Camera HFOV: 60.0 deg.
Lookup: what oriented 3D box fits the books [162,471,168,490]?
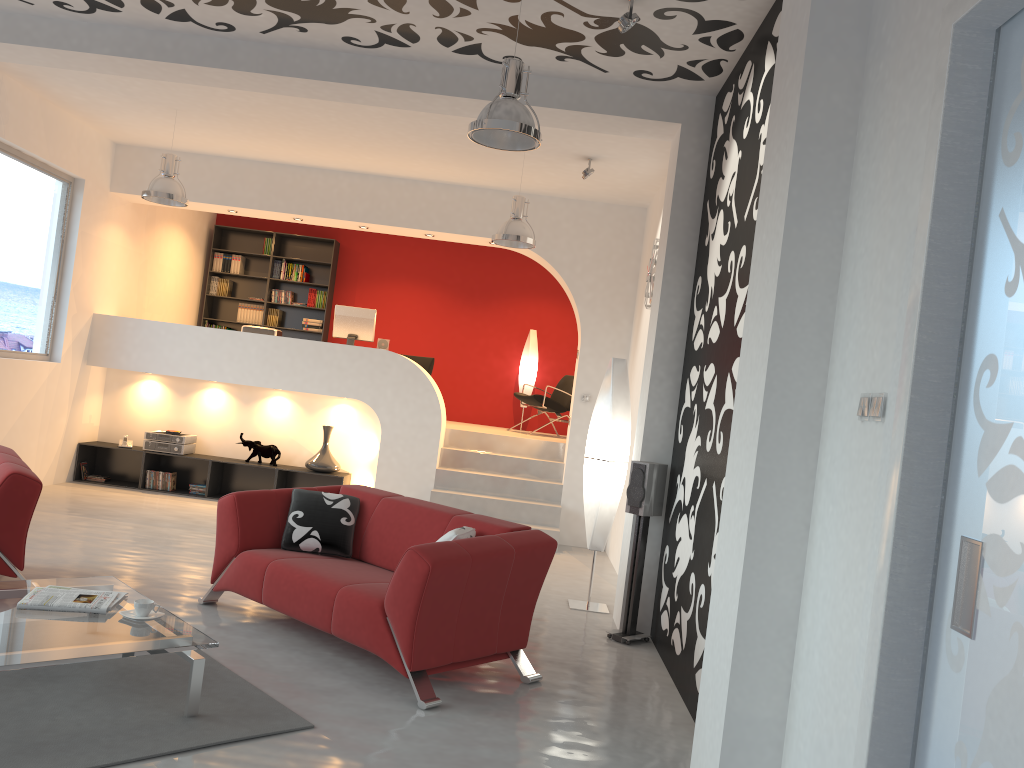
[{"bbox_3d":[-3.601,1.005,9.225,0.031,0.190,0.135,7,-1,1],"label":"books"}]

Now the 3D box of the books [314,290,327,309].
[{"bbox_3d":[-2.567,-1.127,11.971,0.146,0.240,0.170,7,-1,1],"label":"books"}]

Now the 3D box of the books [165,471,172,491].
[{"bbox_3d":[-3.571,1.009,9.225,0.031,0.190,0.135,7,-1,1],"label":"books"}]

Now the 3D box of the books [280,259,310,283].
[{"bbox_3d":[-2.919,-1.513,11.962,0.341,0.286,0.231,7,-1,1],"label":"books"}]

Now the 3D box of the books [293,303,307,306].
[{"bbox_3d":[-2.852,-1.064,11.983,0.190,0.015,0.135,7,-1,1],"label":"books"}]

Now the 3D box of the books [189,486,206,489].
[{"bbox_3d":[-3.251,1.078,9.261,0.190,0.015,0.135,7,-1,1],"label":"books"}]

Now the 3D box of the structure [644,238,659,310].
[{"bbox_3d":[1.192,-0.930,7.498,0.090,0.596,0.596,7,-1,1],"label":"structure"}]

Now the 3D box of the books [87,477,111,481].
[{"bbox_3d":[-4.322,0.989,9.289,0.190,0.015,0.135,7,-1,1],"label":"books"}]

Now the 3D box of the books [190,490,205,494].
[{"bbox_3d":[-3.248,1.124,9.267,0.190,0.015,0.135,7,-1,1],"label":"books"}]

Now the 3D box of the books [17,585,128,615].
[{"bbox_3d":[-1.882,0.924,3.797,0.367,0.035,0.345,7,-1,-9],"label":"books"}]

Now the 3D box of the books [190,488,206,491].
[{"bbox_3d":[-3.248,1.093,9.268,0.190,0.015,0.135,7,-1,1],"label":"books"}]

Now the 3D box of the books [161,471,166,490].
[{"bbox_3d":[-3.616,1.004,9.226,0.031,0.190,0.135,7,-1,1],"label":"books"}]

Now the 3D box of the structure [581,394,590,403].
[{"bbox_3d":[0.749,0.145,8.993,0.080,0.080,0.016,7,-1,1],"label":"structure"}]

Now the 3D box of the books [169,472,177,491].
[{"bbox_3d":[-3.526,1.015,9.224,0.031,0.190,0.135,7,-1,1],"label":"books"}]

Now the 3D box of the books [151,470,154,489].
[{"bbox_3d":[-3.720,0.990,9.228,0.031,0.190,0.135,7,-1,1],"label":"books"}]

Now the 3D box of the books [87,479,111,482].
[{"bbox_3d":[-4.329,1.003,9.288,0.190,0.015,0.135,7,-1,1],"label":"books"}]

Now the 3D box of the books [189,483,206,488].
[{"bbox_3d":[-3.258,1.062,9.269,0.190,0.015,0.135,7,-1,-4],"label":"books"}]

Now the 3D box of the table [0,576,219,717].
[{"bbox_3d":[-1.968,1.070,3.552,1.097,0.286,1.162,8,-1,-44],"label":"table"}]

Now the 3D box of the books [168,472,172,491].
[{"bbox_3d":[-3.541,1.013,9.224,0.031,0.190,0.135,7,-1,1],"label":"books"}]

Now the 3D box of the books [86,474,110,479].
[{"bbox_3d":[-4.336,0.972,9.289,0.190,0.015,0.135,7,-1,1],"label":"books"}]

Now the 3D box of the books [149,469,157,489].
[{"bbox_3d":[-3.735,0.989,9.228,0.031,0.190,0.135,7,-1,1],"label":"books"}]

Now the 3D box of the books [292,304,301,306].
[{"bbox_3d":[-2.860,-1.050,11.983,0.190,0.015,0.135,7,-1,-4],"label":"books"}]

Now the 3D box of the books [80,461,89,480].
[{"bbox_3d":[-4.451,0.905,9.242,0.063,0.187,0.135,7,-1,1],"label":"books"}]

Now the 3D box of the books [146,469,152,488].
[{"bbox_3d":[-3.764,0.985,9.229,0.031,0.190,0.135,7,-1,1],"label":"books"}]

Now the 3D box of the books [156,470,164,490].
[{"bbox_3d":[-3.660,0.998,9.227,0.031,0.190,0.135,7,-1,1],"label":"books"}]

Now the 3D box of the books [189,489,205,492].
[{"bbox_3d":[-3.256,1.107,9.268,0.190,0.015,0.135,7,-1,6],"label":"books"}]

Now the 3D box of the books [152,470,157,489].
[{"bbox_3d":[-3.705,0.992,9.228,0.031,0.190,0.135,7,-1,1],"label":"books"}]

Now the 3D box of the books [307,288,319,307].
[{"bbox_3d":[-2.685,-1.150,11.974,0.090,0.256,0.181,7,-1,1],"label":"books"}]

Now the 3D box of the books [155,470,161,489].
[{"bbox_3d":[-3.675,0.996,9.227,0.031,0.190,0.135,7,-1,1],"label":"books"}]

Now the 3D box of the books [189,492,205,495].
[{"bbox_3d":[-3.256,1.138,9.267,0.190,0.015,0.135,7,-1,-4],"label":"books"}]

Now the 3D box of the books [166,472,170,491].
[{"bbox_3d":[-3.556,1.011,9.225,0.031,0.190,0.135,7,-1,1],"label":"books"}]

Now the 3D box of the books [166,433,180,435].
[{"bbox_3d":[-3.544,0.517,9.279,0.135,0.015,0.190,8,-1,-19],"label":"books"}]

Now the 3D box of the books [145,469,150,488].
[{"bbox_3d":[-3.779,0.983,9.229,0.031,0.190,0.135,7,-1,1],"label":"books"}]

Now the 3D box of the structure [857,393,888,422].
[{"bbox_3d":[1.005,0.064,2.481,0.016,0.080,0.170,7,-1,1],"label":"structure"}]

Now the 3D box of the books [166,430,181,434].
[{"bbox_3d":[-3.545,0.502,9.289,0.135,0.015,0.190,7,-1,-14],"label":"books"}]

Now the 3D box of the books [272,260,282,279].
[{"bbox_3d":[-3.155,-1.527,11.990,0.090,0.256,0.181,7,-1,1],"label":"books"}]

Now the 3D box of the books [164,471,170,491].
[{"bbox_3d":[-3.586,1.007,9.225,0.031,0.190,0.135,7,-1,1],"label":"books"}]

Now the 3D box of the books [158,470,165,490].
[{"bbox_3d":[-3.645,1.000,9.226,0.031,0.190,0.135,7,-1,1],"label":"books"}]

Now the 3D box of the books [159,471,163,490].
[{"bbox_3d":[-3.630,1.002,9.226,0.031,0.190,0.135,7,-1,1],"label":"books"}]

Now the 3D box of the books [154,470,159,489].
[{"bbox_3d":[-3.690,0.994,9.227,0.031,0.190,0.135,7,-1,1],"label":"books"}]

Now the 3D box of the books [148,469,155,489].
[{"bbox_3d":[-3.749,0.987,9.228,0.031,0.190,0.135,7,-1,1],"label":"books"}]
